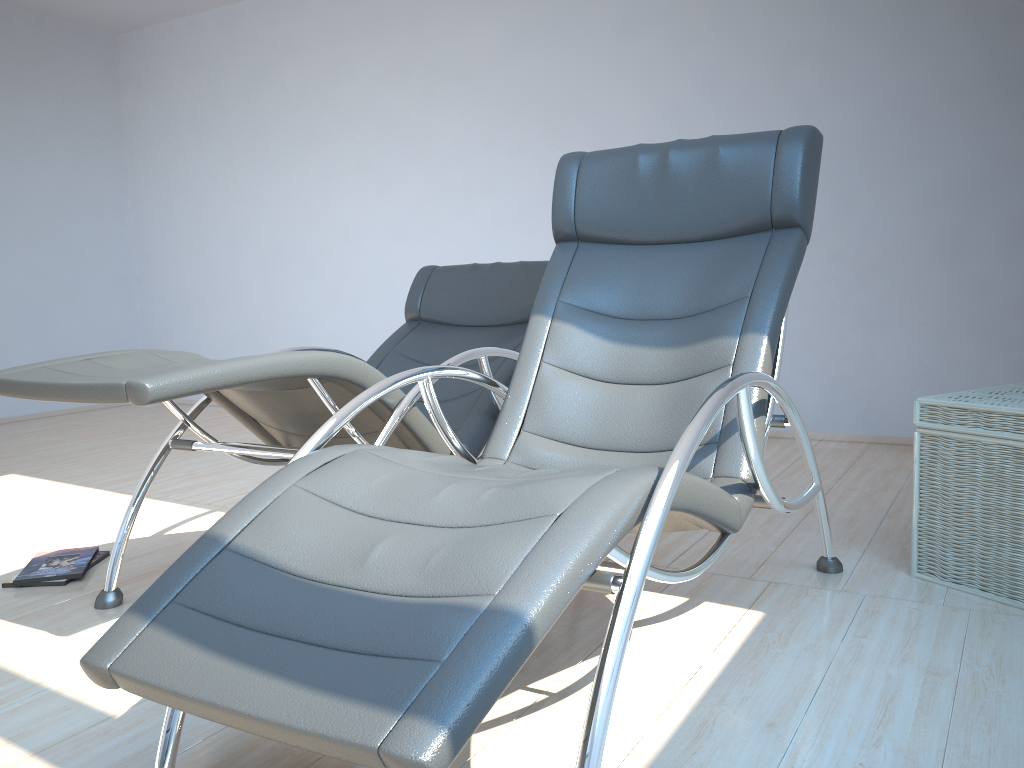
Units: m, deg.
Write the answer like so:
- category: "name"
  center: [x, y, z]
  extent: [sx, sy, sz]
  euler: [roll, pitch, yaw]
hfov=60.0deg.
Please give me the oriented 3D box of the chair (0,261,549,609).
- category: "chair"
  center: [-0.469, 0.080, 2.860]
  extent: [0.836, 0.953, 2.114]
  euler: [2, 7, 30]

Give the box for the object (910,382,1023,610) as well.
- category: "object"
  center: [1.622, 0.290, 2.351]
  extent: [0.744, 0.518, 0.745]
  euler: [-5, 7, -29]

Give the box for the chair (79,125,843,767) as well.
- category: "chair"
  center: [0.112, 0.015, 1.917]
  extent: [0.836, 1.251, 1.938]
  euler: [2, 7, 30]

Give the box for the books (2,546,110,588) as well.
- category: "books"
  center: [-0.985, 0.642, 1.266]
  extent: [1.045, 0.222, 4.790]
  euler: [-2, 6, -2]
